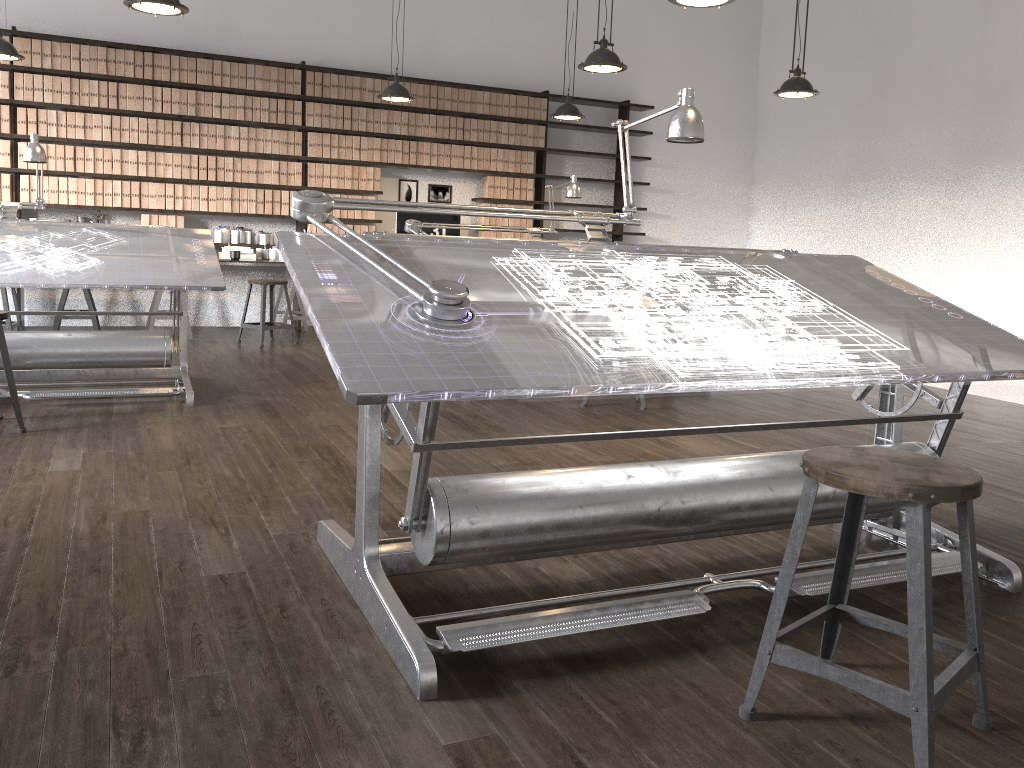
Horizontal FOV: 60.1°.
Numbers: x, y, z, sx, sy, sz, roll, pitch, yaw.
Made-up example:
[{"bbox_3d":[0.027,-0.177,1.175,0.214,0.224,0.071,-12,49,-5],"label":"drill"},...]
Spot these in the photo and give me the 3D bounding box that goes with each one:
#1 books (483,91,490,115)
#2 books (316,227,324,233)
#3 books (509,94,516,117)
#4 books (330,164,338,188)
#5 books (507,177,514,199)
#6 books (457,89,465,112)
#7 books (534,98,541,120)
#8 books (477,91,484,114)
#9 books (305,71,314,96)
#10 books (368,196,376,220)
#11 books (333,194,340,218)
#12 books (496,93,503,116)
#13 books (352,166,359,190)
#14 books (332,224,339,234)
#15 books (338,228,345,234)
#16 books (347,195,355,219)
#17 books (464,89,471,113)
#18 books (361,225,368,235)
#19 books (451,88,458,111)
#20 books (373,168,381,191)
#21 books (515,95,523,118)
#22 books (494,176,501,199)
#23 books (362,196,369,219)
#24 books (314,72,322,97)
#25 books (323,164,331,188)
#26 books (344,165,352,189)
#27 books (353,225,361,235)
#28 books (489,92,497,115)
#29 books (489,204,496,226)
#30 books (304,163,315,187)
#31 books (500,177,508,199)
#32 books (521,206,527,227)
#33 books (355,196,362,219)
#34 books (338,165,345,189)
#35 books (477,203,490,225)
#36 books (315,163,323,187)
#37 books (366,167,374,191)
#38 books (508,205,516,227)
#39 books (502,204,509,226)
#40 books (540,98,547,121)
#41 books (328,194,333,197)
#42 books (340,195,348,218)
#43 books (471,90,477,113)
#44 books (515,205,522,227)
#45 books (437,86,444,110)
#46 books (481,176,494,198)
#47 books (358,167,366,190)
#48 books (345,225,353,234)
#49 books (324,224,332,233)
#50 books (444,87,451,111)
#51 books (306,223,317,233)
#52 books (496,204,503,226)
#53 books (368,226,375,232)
[{"bbox_3d":[-0.284,-2.809,8.894,0.067,0.224,0.175,0,8,-24],"label":"books"},{"bbox_3d":[-1.827,-1.405,8.376,0.067,0.224,0.175,0,8,-24],"label":"books"},{"bbox_3d":[-0.026,-2.816,9.007,0.067,0.224,0.175,0,8,-24],"label":"books"},{"bbox_3d":[-1.695,-1.955,8.369,0.067,0.224,0.175,0,8,-24],"label":"books"},{"bbox_3d":[-0.051,-2.005,9.107,0.067,0.224,0.175,0,8,-24],"label":"books"},{"bbox_3d":[-0.532,-2.802,8.788,0.067,0.224,0.175,0,8,-24],"label":"books"},{"bbox_3d":[0.227,-2.825,9.128,0.067,0.224,0.175,0,8,-24],"label":"books"},{"bbox_3d":[-0.351,-2.807,8.866,0.067,0.224,0.175,0,8,-24],"label":"books"},{"bbox_3d":[-1.881,-2.762,8.187,0.067,0.224,0.175,0,8,-24],"label":"books"},{"bbox_3d":[-1.374,-1.693,8.547,0.067,0.224,0.175,0,8,-24],"label":"books"},{"bbox_3d":[-1.683,-1.683,8.408,0.067,0.224,0.175,0,8,-24],"label":"books"},{"bbox_3d":[-0.158,-2.814,8.956,0.067,0.224,0.175,0,8,-24],"label":"books"},{"bbox_3d":[-1.516,-1.960,8.452,0.067,0.224,0.175,0,8,-24],"label":"books"},{"bbox_3d":[-1.705,-1.410,8.435,0.067,0.224,0.175,0,8,-24],"label":"books"},{"bbox_3d":[-1.646,-1.412,8.464,0.067,0.224,0.175,0,8,-24],"label":"books"},{"bbox_3d":[-1.555,-1.688,8.469,0.067,0.224,0.175,0,8,-24],"label":"books"},{"bbox_3d":[-0.468,-2.803,8.810,0.067,0.224,0.175,0,8,-24],"label":"books"},{"bbox_3d":[-1.443,-1.417,8.549,0.067,0.224,0.175,0,8,-24],"label":"books"},{"bbox_3d":[-0.597,-2.800,8.759,0.067,0.224,0.175,0,8,-24],"label":"books"},{"bbox_3d":[-1.322,-1.966,8.539,0.067,0.224,0.175,0,8,-24],"label":"books"},{"bbox_3d":[0.040,-2.818,9.037,0.067,0.224,0.175,0,8,-24],"label":"books"},{"bbox_3d":[-0.181,-2.001,9.048,0.067,0.224,0.175,0,8,-24],"label":"books"},{"bbox_3d":[-1.432,-1.692,8.523,0.067,0.224,0.175,0,8,-24],"label":"books"},{"bbox_3d":[-1.811,-2.763,8.212,0.067,0.224,0.175,0,8,-24],"label":"books"},{"bbox_3d":[-1.760,-1.952,8.338,0.067,0.224,0.175,0,8,-24],"label":"books"},{"bbox_3d":[-1.575,-1.958,8.419,0.067,0.224,0.175,0,8,-24],"label":"books"},{"bbox_3d":[-1.510,-1.416,8.525,0.067,0.224,0.175,0,8,-24],"label":"books"},{"bbox_3d":[-0.221,-2.811,8.926,0.067,0.224,0.175,0,8,-24],"label":"books"},{"bbox_3d":[-0.227,-1.728,9.061,0.067,0.224,0.175,0,8,-24],"label":"books"},{"bbox_3d":[-1.891,-1.949,8.286,0.067,0.224,0.175,0,8,-24],"label":"books"},{"bbox_3d":[-0.114,-2.002,9.073,0.067,0.224,0.175,0,8,-24],"label":"books"},{"bbox_3d":[0.086,-1.737,9.199,0.067,0.224,0.175,0,8,-24],"label":"books"},{"bbox_3d":[-1.491,-1.689,8.491,0.067,0.224,0.175,0,8,-24],"label":"books"},{"bbox_3d":[-1.638,-1.957,8.396,0.067,0.224,0.175,0,8,-24],"label":"books"},{"bbox_3d":[-0.289,-1.725,9.029,0.067,0.224,0.175,0,8,-24],"label":"books"},{"bbox_3d":[-1.826,-1.951,8.313,0.067,0.224,0.175,0,8,-24],"label":"books"},{"bbox_3d":[-1.385,-1.964,8.506,0.067,0.224,0.175,0,8,-24],"label":"books"},{"bbox_3d":[-0.031,-1.733,9.143,0.067,0.224,0.175,0,8,-24],"label":"books"},{"bbox_3d":[-0.098,-1.731,9.116,0.067,0.224,0.175,0,8,-24],"label":"books"},{"bbox_3d":[0.292,-2.826,9.153,0.067,0.224,0.175,0,8,-24],"label":"books"},{"bbox_3d":[-1.750,-1.682,8.383,0.067,0.224,0.175,0,8,-24],"label":"books"},{"bbox_3d":[-1.620,-1.686,8.440,0.067,0.224,0.175,0,8,-24],"label":"books"},{"bbox_3d":[-0.409,-2.806,8.842,0.067,0.224,0.175,0,8,-24],"label":"books"},{"bbox_3d":[0.030,-1.734,9.170,0.067,0.224,0.175,0,8,-24],"label":"books"},{"bbox_3d":[-0.727,-2.796,8.702,0.067,0.224,0.175,0,8,-24],"label":"books"},{"bbox_3d":[-0.246,-1.999,9.019,0.067,0.224,0.175,0,8,-24],"label":"books"},{"bbox_3d":[-1.451,-1.962,8.481,0.067,0.224,0.175,0,8,-24],"label":"books"},{"bbox_3d":[-1.576,-1.413,8.489,0.067,0.224,0.175,0,8,-24],"label":"books"},{"bbox_3d":[-1.761,-1.407,8.405,0.067,0.224,0.175,0,8,-24],"label":"books"},{"bbox_3d":[-0.660,-2.798,8.727,0.067,0.224,0.175,0,8,-24],"label":"books"},{"bbox_3d":[-1.895,-1.404,8.349,0.067,0.224,0.175,0,8,-24],"label":"books"},{"bbox_3d":[-0.164,-1.730,9.091,0.067,0.224,0.175,0,8,-24],"label":"books"},{"bbox_3d":[-1.380,-1.420,8.582,0.067,0.224,0.175,0,8,-24],"label":"books"}]
